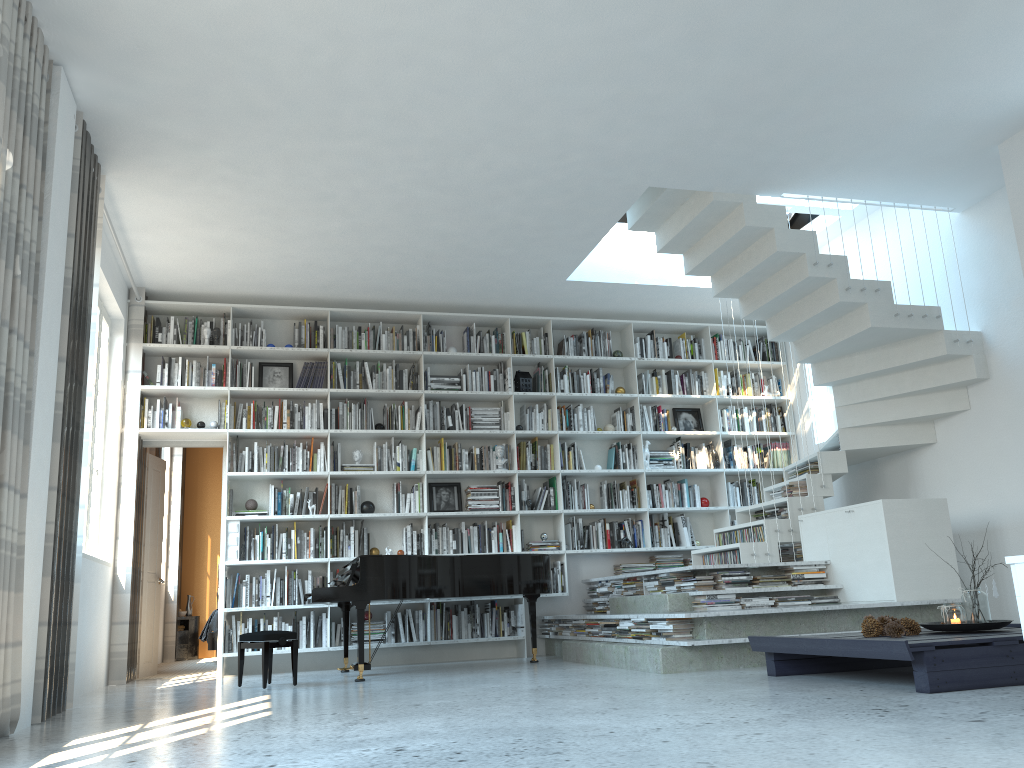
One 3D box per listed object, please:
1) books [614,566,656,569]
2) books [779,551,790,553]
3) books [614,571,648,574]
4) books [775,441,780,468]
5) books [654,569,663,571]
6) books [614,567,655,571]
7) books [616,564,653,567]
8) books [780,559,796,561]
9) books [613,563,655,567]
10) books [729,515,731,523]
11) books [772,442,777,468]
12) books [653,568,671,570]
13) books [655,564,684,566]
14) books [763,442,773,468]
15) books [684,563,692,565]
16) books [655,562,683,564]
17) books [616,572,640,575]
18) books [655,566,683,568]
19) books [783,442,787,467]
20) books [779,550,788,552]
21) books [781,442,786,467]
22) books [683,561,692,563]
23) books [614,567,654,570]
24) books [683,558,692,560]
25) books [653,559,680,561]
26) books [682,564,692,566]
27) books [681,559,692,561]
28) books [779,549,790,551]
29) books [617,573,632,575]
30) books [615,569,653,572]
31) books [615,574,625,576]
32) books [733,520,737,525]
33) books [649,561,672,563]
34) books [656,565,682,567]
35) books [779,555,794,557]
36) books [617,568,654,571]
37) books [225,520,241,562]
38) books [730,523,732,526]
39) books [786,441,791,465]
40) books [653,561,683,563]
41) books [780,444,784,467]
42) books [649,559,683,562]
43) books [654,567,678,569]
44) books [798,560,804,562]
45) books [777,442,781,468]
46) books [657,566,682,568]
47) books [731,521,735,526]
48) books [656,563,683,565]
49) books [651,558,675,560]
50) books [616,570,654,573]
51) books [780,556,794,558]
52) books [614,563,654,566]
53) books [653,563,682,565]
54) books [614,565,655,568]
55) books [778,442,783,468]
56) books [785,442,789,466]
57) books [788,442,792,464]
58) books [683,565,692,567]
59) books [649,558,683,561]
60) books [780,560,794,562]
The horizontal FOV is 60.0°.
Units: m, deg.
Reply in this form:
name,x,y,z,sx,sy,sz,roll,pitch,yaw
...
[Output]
name,x,y,z,sx,sy,sz,roll,pitch,yaw
books,1.155,1.730,8.362,0.346,0.007,0.194,2,-15,-20
books,2.586,1.674,8.793,0.285,0.009,0.160,1,-15,-15
books,1.152,1.776,8.359,0.345,0.007,0.194,2,-15,-17
books,2.661,0.743,9.018,0.018,0.292,0.169,1,-14,-15
books,1.476,1.772,8.450,0.285,0.007,0.160,1,-15,-13
books,1.154,1.746,8.364,0.346,0.007,0.194,2,-15,-18
books,1.152,1.717,8.373,0.308,0.008,0.195,1,-15,-13
books,2.593,1.752,8.772,0.367,0.007,0.206,-1,-14,-8
books,1.151,1.710,8.375,0.345,0.007,0.194,2,-15,-17
books,2.104,1.429,8.634,0.011,0.292,0.144,1,-14,-15
books,2.634,0.746,9.025,0.033,0.293,0.169,1,-14,-15
books,1.476,1.764,8.447,0.254,0.007,0.161,2,-15,-19
books,1.472,1.733,8.462,0.285,0.007,0.160,1,-15,-14
books,2.597,0.748,9.014,0.072,0.291,0.169,1,-14,-15
books,1.830,1.736,8.559,0.327,0.008,0.208,1,-15,-13
books,1.469,1.714,8.463,0.285,0.005,0.160,2,-15,-17
books,1.151,1.783,8.356,0.308,0.008,0.195,1,-15,-13
books,1.475,1.743,8.450,0.285,0.007,0.160,2,-15,-20
books,2.746,0.747,9.051,0.018,0.292,0.169,1,-14,-15
books,2.587,1.664,8.792,0.254,0.009,0.161,1,-15,-16
books,2.727,0.748,9.051,0.018,0.292,0.169,1,-14,-15
books,1.828,1.713,8.564,0.327,0.008,0.208,1,-15,-13
books,1.153,1.739,8.368,0.345,0.007,0.194,1,-15,-13
books,1.827,1.691,8.569,0.368,0.007,0.206,1,-15,-13
books,1.472,1.681,8.467,0.254,0.005,0.161,0,-15,-12
books,1.831,1.743,8.554,0.328,0.008,0.208,2,-15,-18
books,1.830,1.696,8.559,0.368,0.007,0.206,2,-15,-20
books,2.585,1.656,8.797,0.285,0.009,0.160,1,-15,-15
books,1.153,1.789,8.350,0.308,0.008,0.195,0,-15,-12
books,1.150,1.762,8.367,0.308,0.008,0.195,1,-15,-15
books,1.154,1.795,8.345,0.345,0.007,0.194,0,-14,-11
books,2.144,1.452,8.620,0.030,0.237,0.152,1,-14,-15
books,1.468,1.699,8.469,0.285,0.005,0.160,1,-15,-16
books,1.473,1.739,8.460,0.254,0.007,0.161,1,-15,-14
books,2.591,1.716,8.783,0.327,0.008,0.208,-1,-14,-7
books,1.156,1.752,8.357,0.308,0.008,0.195,0,-14,-11
books,-2.340,1.327,7.443,0.106,0.339,0.307,1,-14,-15
books,2.090,1.463,8.606,0.031,0.214,0.165,1,-14,-15
books,2.782,0.746,9.055,0.018,0.292,0.169,1,-14,-15
books,1.468,1.704,8.468,0.285,0.005,0.160,1,-15,-14
books,2.711,0.747,9.042,0.018,0.292,0.169,1,-14,-15
books,1.469,1.686,8.465,0.285,0.005,0.160,2,-15,-19
books,1.475,1.757,8.449,0.285,0.007,0.160,2,-15,-19
books,2.861,1.666,8.380,0.254,0.015,0.160,2,-15,-18
books,2.675,0.747,9.036,0.018,0.292,0.169,1,-14,-15
books,1.473,1.752,8.457,0.254,0.007,0.161,1,-15,-14
books,2.123,1.454,8.612,0.014,0.233,0.183,1,-14,-15
books,1.471,1.726,8.466,0.285,0.007,0.160,1,-15,-15
books,1.472,1.670,8.468,0.254,0.005,0.161,2,-15,-20
books,1.154,1.766,8.353,0.308,0.008,0.195,2,-15,-20
books,2.592,1.722,8.779,0.327,0.008,0.208,1,-15,-13
books,1.151,1.703,8.377,0.345,0.007,0.194,1,-15,-13
books,1.468,1.720,8.466,0.254,0.005,0.161,1,-15,-15
books,1.152,1.725,8.372,0.345,0.007,0.194,1,-15,-13
books,2.692,0.747,9.041,0.018,0.292,0.169,1,-14,-15
books,2.762,0.749,9.060,0.018,0.292,0.169,1,-14,-15
books,2.797,0.749,9.070,0.018,0.292,0.169,1,-14,-15
books,1.831,1.750,8.552,0.368,0.007,0.206,0,-15,-13
books,1.471,1.677,8.470,0.285,0.005,0.160,2,-15,-18
books,2.594,1.758,8.767,0.327,0.008,0.208,0,-15,-13
